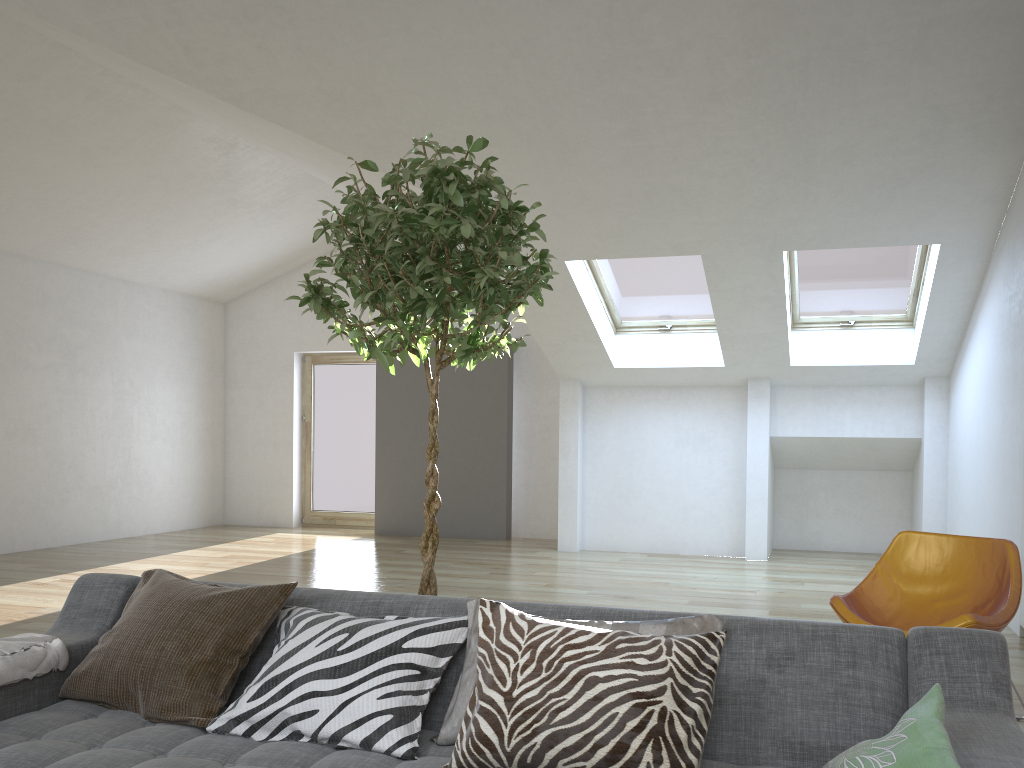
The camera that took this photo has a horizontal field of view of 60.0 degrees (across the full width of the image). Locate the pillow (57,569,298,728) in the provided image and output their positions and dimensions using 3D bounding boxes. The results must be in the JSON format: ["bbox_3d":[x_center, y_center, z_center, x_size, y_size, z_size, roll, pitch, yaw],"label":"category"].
[{"bbox_3d":[-0.891,0.683,2.331,0.581,0.338,0.307,-1,-2,27],"label":"pillow"}]

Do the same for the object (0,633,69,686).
[{"bbox_3d":[-1.381,0.845,2.169,0.361,0.419,0.476,0,-2,21],"label":"object"}]

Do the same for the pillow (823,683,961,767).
[{"bbox_3d":[0.653,0.694,1.576,0.231,0.261,0.437,0,-2,20],"label":"pillow"}]

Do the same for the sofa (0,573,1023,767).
[{"bbox_3d":[-0.226,0.873,1.960,2.494,0.684,1.012,0,-2,17],"label":"sofa"}]

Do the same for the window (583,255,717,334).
[{"bbox_3d":[1.243,-0.821,7.659,1.491,0.729,1.879,0,-3,18],"label":"window"}]

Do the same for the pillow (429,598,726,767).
[{"bbox_3d":[0.145,0.685,2.033,0.650,0.319,0.259,0,-1,17],"label":"pillow"}]

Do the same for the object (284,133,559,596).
[{"bbox_3d":[-0.278,0.254,2.747,0.817,2.021,0.796,1,0,-4],"label":"object"}]

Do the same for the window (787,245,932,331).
[{"bbox_3d":[2.787,-0.830,7.213,1.491,0.729,1.879,0,-3,18],"label":"window"}]

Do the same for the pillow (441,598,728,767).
[{"bbox_3d":[0.153,0.648,1.851,0.563,0.341,0.278,0,-1,21],"label":"pillow"}]

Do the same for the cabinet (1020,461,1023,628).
[{"bbox_3d":[2.670,0.285,4.278,0.122,2.243,1.773,1,-1,19],"label":"cabinet"}]

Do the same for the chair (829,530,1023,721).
[{"bbox_3d":[1.702,0.994,3.646,0.721,0.723,0.652,2,-2,-42],"label":"chair"}]

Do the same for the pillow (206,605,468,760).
[{"bbox_3d":[-0.406,0.708,2.145,0.568,0.283,0.353,0,-2,17],"label":"pillow"}]
